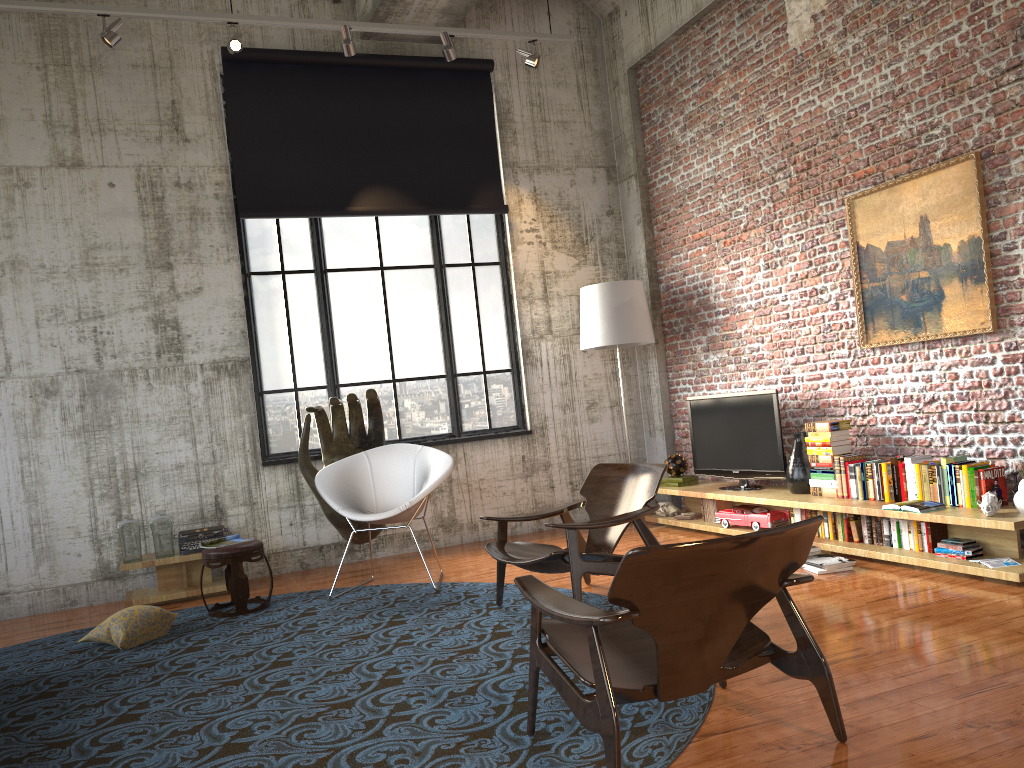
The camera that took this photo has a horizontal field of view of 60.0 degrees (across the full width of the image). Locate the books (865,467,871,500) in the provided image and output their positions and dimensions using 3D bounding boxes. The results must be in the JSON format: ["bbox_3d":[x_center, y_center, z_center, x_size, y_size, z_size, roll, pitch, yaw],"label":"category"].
[{"bbox_3d":[2.441,0.656,5.924,0.161,0.223,0.027,-6,0,-22],"label":"books"}]

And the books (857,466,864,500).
[{"bbox_3d":[2.407,0.660,5.976,0.161,0.223,0.026,-6,0,-22],"label":"books"}]

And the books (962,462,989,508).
[{"bbox_3d":[2.756,0.596,5.248,0.183,0.253,0.034,-6,0,-22],"label":"books"}]

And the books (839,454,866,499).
[{"bbox_3d":[2.367,0.637,6.129,0.198,0.284,0.040,-6,0,-22],"label":"books"}]

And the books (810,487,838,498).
[{"bbox_3d":[2.311,0.760,6.342,0.197,0.066,0.285,-6,-1,-22],"label":"books"}]

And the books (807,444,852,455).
[{"bbox_3d":[2.269,0.469,6.337,0.180,0.060,0.259,-6,-1,-22],"label":"books"}]

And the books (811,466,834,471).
[{"bbox_3d":[2.279,0.594,6.338,0.161,0.027,0.223,-6,-1,-22],"label":"books"}]

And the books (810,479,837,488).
[{"bbox_3d":[2.297,0.702,6.337,0.176,0.053,0.291,-6,-1,-22],"label":"books"}]

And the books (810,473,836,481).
[{"bbox_3d":[2.290,0.654,6.346,0.174,0.045,0.240,-6,-1,-22],"label":"books"}]

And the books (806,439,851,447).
[{"bbox_3d":[2.260,0.422,6.338,0.183,0.034,0.254,-6,-1,-22],"label":"books"}]

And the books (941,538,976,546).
[{"bbox_3d":[2.611,0.923,5.183,0.108,0.019,0.154,-6,-1,-22],"label":"books"}]

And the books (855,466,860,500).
[{"bbox_3d":[2.406,0.661,6.003,0.161,0.223,0.027,-6,0,-22],"label":"books"}]

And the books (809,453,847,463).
[{"bbox_3d":[2.274,0.527,6.338,0.171,0.057,0.246,-6,-1,-22],"label":"books"}]

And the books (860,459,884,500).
[{"bbox_3d":[2.430,0.642,5.953,0.183,0.254,0.034,-6,0,-22],"label":"books"}]

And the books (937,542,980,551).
[{"bbox_3d":[2.613,0.944,5.186,0.131,0.024,0.192,-6,-1,-17],"label":"books"}]

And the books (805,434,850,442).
[{"bbox_3d":[2.253,0.388,6.336,0.183,0.034,0.254,-6,-1,-22],"label":"books"}]

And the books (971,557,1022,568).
[{"bbox_3d":[2.684,0.985,4.930,0.169,0.023,0.230,-6,-1,-2],"label":"books"}]

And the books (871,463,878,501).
[{"bbox_3d":[2.464,0.638,5.866,0.160,0.251,0.032,-6,1,-22],"label":"books"}]

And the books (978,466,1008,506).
[{"bbox_3d":[2.797,0.601,5.150,0.168,0.231,0.037,-6,0,-22],"label":"books"}]

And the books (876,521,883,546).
[{"bbox_3d":[2.423,0.964,5.756,0.108,0.156,0.036,-6,0,-22],"label":"books"}]

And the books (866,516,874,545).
[{"bbox_3d":[2.402,0.953,5.827,0.142,0.187,0.043,-6,0,-22],"label":"books"}]

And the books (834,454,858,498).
[{"bbox_3d":[2.336,0.638,6.162,0.176,0.291,0.044,-6,0,-22],"label":"books"}]

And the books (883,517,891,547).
[{"bbox_3d":[2.455,0.945,5.696,0.129,0.186,0.043,-6,0,-22],"label":"books"}]

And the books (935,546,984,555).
[{"bbox_3d":[2.615,0.969,5.183,0.149,0.025,0.215,-5,-2,-37],"label":"books"}]

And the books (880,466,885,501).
[{"bbox_3d":[2.503,0.643,5.808,0.168,0.231,0.037,-6,0,-22],"label":"books"}]

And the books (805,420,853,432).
[{"bbox_3d":[2.262,0.300,6.338,0.197,0.066,0.260,-6,-1,-22],"label":"books"}]

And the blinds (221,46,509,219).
[{"bbox_3d":[-1.252,-2.227,7.944,2.440,1.464,0.150,-6,0,-21],"label":"blinds"}]

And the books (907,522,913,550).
[{"bbox_3d":[2.529,0.939,5.517,0.126,0.174,0.028,-6,0,-22],"label":"books"}]

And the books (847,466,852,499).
[{"bbox_3d":[2.376,0.666,6.068,0.161,0.223,0.026,-6,0,-22],"label":"books"}]

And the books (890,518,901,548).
[{"bbox_3d":[2.478,0.924,5.639,0.133,0.219,0.040,-6,0,-22],"label":"books"}]

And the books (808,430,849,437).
[{"bbox_3d":[2.262,0.352,6.333,0.168,0.037,0.231,-6,-1,-22],"label":"books"}]

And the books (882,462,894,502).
[{"bbox_3d":[2.499,0.631,5.769,0.183,0.254,0.034,-6,0,-22],"label":"books"}]

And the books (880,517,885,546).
[{"bbox_3d":[2.445,0.948,5.729,0.120,0.182,0.028,-6,0,-22],"label":"books"}]

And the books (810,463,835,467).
[{"bbox_3d":[2.273,0.568,6.336,0.161,0.026,0.223,-6,-1,-22],"label":"books"}]

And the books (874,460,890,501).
[{"bbox_3d":[2.478,0.632,5.837,0.180,0.259,0.034,-6,0,-22],"label":"books"}]

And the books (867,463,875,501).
[{"bbox_3d":[2.450,0.643,5.895,0.171,0.246,0.032,-6,0,-22],"label":"books"}]

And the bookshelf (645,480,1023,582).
[{"bbox_3d":[2.178,0.991,6.510,0.547,0.359,3.849,-6,-1,-22],"label":"bookshelf"}]

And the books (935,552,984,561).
[{"bbox_3d":[2.618,0.994,5.183,0.149,0.026,0.215,-6,-1,-22],"label":"books"}]

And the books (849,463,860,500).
[{"bbox_3d":[2.387,0.655,6.035,0.174,0.240,0.045,-6,0,-22],"label":"books"}]

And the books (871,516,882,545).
[{"bbox_3d":[2.402,0.933,5.786,0.105,0.225,0.033,-6,1,-22],"label":"books"}]

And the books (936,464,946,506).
[{"bbox_3d":[2.677,0.608,5.411,0.183,0.253,0.034,-6,0,-22],"label":"books"}]

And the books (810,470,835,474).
[{"bbox_3d":[2.281,0.620,6.338,0.159,0.026,0.251,-6,-1,-22],"label":"books"}]

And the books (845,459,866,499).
[{"bbox_3d":[2.374,0.653,6.095,0.160,0.251,0.026,-6,1,-22],"label":"books"}]
